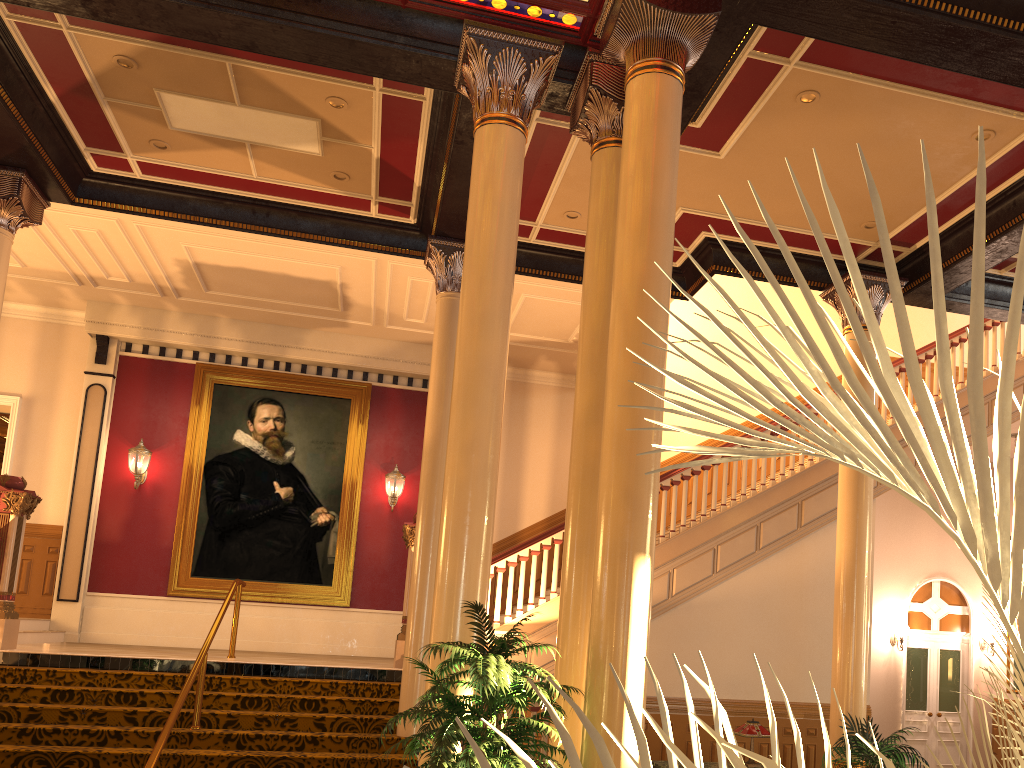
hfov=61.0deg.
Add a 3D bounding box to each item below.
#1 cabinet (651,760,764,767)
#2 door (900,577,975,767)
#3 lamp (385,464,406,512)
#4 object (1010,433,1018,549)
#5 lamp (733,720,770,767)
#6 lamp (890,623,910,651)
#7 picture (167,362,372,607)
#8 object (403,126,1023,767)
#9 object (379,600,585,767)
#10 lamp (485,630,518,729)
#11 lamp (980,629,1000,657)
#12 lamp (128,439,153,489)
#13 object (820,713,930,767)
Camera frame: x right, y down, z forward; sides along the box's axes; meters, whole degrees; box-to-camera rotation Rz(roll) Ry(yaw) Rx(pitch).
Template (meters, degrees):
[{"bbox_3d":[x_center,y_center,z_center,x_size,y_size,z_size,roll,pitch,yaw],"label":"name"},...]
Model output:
[{"bbox_3d":[1.910,3.996,8.086,1.279,0.850,0.553,6,-10,-12],"label":"cabinet"},{"bbox_3d":[7.670,5.224,15.719,1.503,3.409,0.201,6,-7,-13],"label":"door"},{"bbox_3d":[-1.788,1.583,13.212,0.324,0.715,0.396,5,-9,-10],"label":"lamp"},{"bbox_3d":[-4.969,-0.007,6.511,31.239,4.233,0.653,13,-11,-30],"label":"object"},{"bbox_3d":[2.285,3.422,8.276,0.327,0.411,0.319,6,-11,-14],"label":"lamp"},{"bbox_3d":[6.832,4.455,15.311,0.273,0.488,0.372,5,-10,-10],"label":"lamp"},{"bbox_3d":[-3.552,1.505,12.936,2.596,3.383,0.055,6,-7,-13],"label":"picture"},{"bbox_3d":[0.320,1.002,0.521,1.877,2.212,2.035,8,-12,-22],"label":"object"},{"bbox_3d":[-0.175,2.254,4.742,1.041,2.108,1.096,-3,-11,37],"label":"object"},{"bbox_3d":[-0.263,3.622,9.209,0.574,1.972,0.599,3,-8,7],"label":"lamp"},{"bbox_3d":[8.660,4.684,15.742,0.273,0.488,0.372,5,-10,-10],"label":"lamp"},{"bbox_3d":[-5.306,1.142,12.382,0.324,0.715,0.396,5,-9,-10],"label":"lamp"},{"bbox_3d":[3.335,3.788,8.083,0.966,1.407,1.189,1,-11,18],"label":"object"}]
